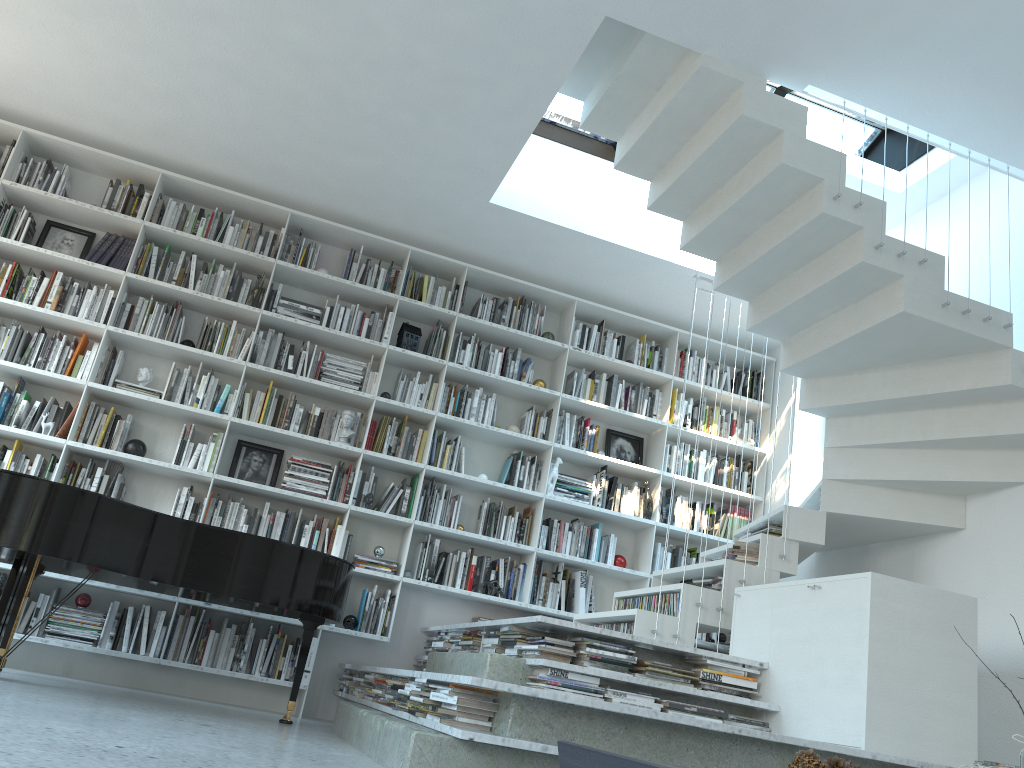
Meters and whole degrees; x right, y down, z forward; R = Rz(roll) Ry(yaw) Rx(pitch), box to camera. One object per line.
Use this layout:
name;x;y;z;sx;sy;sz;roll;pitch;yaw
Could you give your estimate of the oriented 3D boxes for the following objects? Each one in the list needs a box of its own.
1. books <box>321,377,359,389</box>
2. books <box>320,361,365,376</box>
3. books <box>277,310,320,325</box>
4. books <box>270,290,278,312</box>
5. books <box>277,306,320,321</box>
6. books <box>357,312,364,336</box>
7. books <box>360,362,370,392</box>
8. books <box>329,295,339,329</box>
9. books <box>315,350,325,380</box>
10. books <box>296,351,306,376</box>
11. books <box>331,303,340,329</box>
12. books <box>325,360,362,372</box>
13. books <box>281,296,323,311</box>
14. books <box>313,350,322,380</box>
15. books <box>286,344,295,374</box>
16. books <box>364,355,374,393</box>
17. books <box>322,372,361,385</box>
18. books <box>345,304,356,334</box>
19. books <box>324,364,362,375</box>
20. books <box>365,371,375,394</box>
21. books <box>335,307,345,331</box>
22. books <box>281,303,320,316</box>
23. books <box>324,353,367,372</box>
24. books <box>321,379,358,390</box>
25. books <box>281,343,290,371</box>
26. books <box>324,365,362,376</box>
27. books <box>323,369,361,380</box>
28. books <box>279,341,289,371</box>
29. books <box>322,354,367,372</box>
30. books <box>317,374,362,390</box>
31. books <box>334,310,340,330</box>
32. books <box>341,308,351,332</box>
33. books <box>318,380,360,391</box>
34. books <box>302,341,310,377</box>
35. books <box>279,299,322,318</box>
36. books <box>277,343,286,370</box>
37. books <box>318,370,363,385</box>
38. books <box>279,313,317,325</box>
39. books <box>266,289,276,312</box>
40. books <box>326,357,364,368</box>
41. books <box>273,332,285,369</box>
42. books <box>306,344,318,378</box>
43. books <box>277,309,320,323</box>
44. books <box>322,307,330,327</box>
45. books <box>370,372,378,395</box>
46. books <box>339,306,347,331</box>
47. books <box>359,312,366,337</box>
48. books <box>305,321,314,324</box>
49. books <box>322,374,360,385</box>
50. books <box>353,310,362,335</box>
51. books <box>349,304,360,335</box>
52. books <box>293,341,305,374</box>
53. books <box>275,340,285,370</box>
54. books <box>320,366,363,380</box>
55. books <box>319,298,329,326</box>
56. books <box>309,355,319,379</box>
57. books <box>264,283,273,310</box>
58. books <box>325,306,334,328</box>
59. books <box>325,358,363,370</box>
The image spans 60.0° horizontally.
books;-1.165;0.013;5.960;0.254;0.012;0.161;16;-20;-15
books;-1.147;-0.088;5.996;0.285;0.012;0.160;16;-20;-15
books;-1.451;-0.424;5.983;0.285;0.012;0.160;17;-21;-17
books;-1.609;-0.509;5.953;0.013;0.217;0.141;15;-20;-14
books;-1.443;-0.452;5.989;0.285;0.024;0.160;14;-20;-9
books;-1.056;-0.363;6.097;0.010;0.229;0.152;15;-20;-14
books;-1.004;-0.006;6.003;0.012;0.253;0.161;15;-20;-14
books;-1.228;-0.444;6.041;0.011;0.283;0.190;15;-20;-14
books;-1.295;-0.086;5.917;0.013;0.246;0.177;15;-20;-14
books;-1.414;-0.098;5.899;0.024;0.216;0.148;15;-20;-14
books;-1.222;-0.414;6.051;0.021;0.236;0.172;15;-20;-14
books;-1.142;-0.102;5.991;0.254;0.012;0.161;14;-20;-9
books;-1.434;-0.517;6.023;0.285;0.024;0.160;15;-20;-14
books;-1.312;-0.085;5.925;0.015;0.244;0.183;15;-20;-14
books;-1.473;-0.127;5.880;0.066;0.236;0.154;15;-20;-14
books;-0.992;-0.029;6.031;0.012;0.317;0.140;15;-20;-14
books;-1.159;-0.021;5.970;0.254;0.012;0.161;16;-20;-16
books;-1.129;-0.398;6.101;0.029;0.272;0.141;15;-20;-14
books;-1.149;-0.077;5.989;0.254;0.012;0.161;15;-20;-12
books;-0.982;0.032;6.014;0.030;0.198;0.172;15;-20;-14
books;-1.191;-0.395;6.054;0.027;0.215;0.190;15;-20;-14
books;-1.439;-0.474;5.999;0.254;0.025;0.161;17;-21;-18
books;-1.136;-0.146;6.013;0.285;0.012;0.160;15;-20;-12
books;-1.168;0.025;5.958;0.254;0.012;0.161;15;-20;-14
books;-1.511;-0.137;5.876;0.011;0.238;0.148;15;-20;-14
books;-1.150;-0.067;5.983;0.254;0.012;0.161;17;-21;-17
books;-1.155;-0.043;5.979;0.254;0.012;0.161;15;-20;-13
books;-1.522;-0.145;5.874;0.014;0.249;0.173;15;-20;-14
books;-1.136;-0.137;6.003;0.285;0.012;0.160;17;-21;-19
books;-1.162;0.001;5.960;0.285;0.012;0.160;17;-21;-17
books;-1.214;-0.391;6.061;0.011;0.203;0.133;15;-20;-14
books;-1.154;-0.386;6.067;0.028;0.218;0.184;15;-20;-14
books;-1.169;0.036;5.952;0.285;0.012;0.160;15;-20;-13
books;-1.382;-0.125;5.920;0.049;0.290;0.162;15;-20;-14
books;-1.437;-0.496;6.011;0.285;0.024;0.160;15;-20;-12
books;-1.537;-0.140;5.871;0.014;0.232;0.147;15;-20;-14
books;-1.158;-0.032;5.976;0.285;0.012;0.160;15;-20;-13
books;-1.453;-0.413;5.979;0.254;0.012;0.161;17;-21;-17
books;-1.625;-0.510;5.933;0.027;0.200;0.168;15;-20;-14
books;-1.142;-0.123;6.010;0.254;0.012;0.161;15;-20;-14
books;-1.552;-0.178;5.873;0.011;0.299;0.180;15;-20;-14
books;-1.347;-0.109;5.912;0.021;0.268;0.192;15;-20;-14
books;-1.449;-0.434;5.989;0.285;0.012;0.160;16;-20;-16
books;-1.280;-0.407;6.025;0.025;0.187;0.194;15;-20;-14
books;-0.955;0.038;6.027;0.030;0.204;0.159;15;-20;-14
books;-1.174;-0.400;6.075;0.012;0.243;0.132;15;-20;-14
books;-1.043;-0.362;6.094;0.012;0.229;0.159;15;-20;-14
books;-1.453;-0.403;5.971;0.254;0.012;0.161;14;-20;-9
books;-1.161;-0.010;5.966;0.254;0.012;0.161;15;-20;-12
books;-1.079;-0.370;6.078;0.023;0.222;0.191;15;-20;-14
books;-1.099;-0.395;6.088;0.023;0.268;0.185;15;-20;-14
books;-1.431;-0.134;5.910;0.022;0.284;0.131;15;-20;-14
books;-1.547;-0.152;5.871;0.011;0.251;0.153;15;-20;-14
books;-1.152;-0.055;5.979;0.285;0.012;0.160;14;-20;-11
books;-1.293;-0.441;6.036;0.012;0.253;0.161;15;-20;-14
books;-1.335;-0.075;5.923;0.024;0.215;0.132;15;-20;-14
books;-1.645;-0.534;5.955;0.012;0.253;0.161;15;-20;-14
books;-1.263;-0.409;6.064;0.024;0.222;0.129;15;-20;-14
books;-1.142;-0.113;6.002;0.254;0.012;0.161;15;-20;-12
